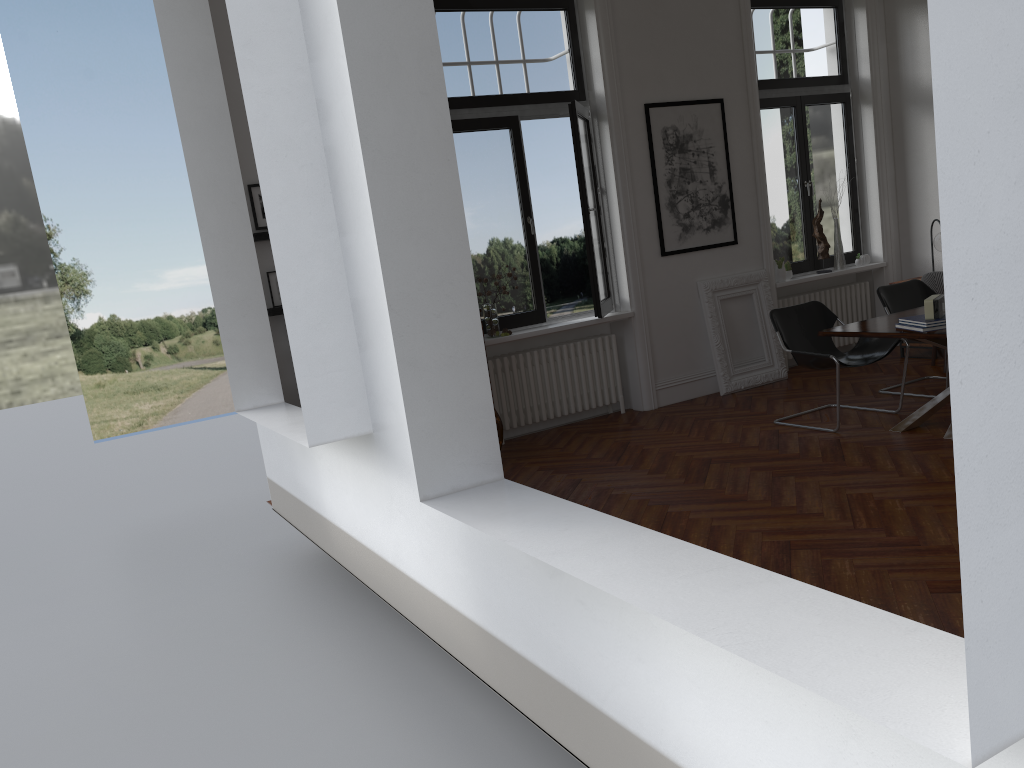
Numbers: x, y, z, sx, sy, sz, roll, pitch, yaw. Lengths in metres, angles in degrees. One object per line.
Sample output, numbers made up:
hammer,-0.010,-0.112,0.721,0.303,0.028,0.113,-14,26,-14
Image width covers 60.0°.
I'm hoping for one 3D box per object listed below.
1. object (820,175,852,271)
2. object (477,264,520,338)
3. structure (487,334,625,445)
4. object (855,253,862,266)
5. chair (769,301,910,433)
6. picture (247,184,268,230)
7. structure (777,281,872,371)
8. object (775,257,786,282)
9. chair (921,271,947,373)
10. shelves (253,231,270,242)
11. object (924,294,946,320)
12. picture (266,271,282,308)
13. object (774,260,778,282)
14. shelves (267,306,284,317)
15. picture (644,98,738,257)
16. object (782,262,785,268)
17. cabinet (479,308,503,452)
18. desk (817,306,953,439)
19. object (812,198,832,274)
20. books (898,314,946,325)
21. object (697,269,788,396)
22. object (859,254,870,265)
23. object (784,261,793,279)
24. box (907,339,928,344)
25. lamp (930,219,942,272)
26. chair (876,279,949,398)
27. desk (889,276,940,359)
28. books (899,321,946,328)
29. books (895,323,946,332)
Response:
object,3.355,-1.694,9.034,0.295,1.057,0.289,-13,11,-24
object,-0.100,-0.706,7.375,0.317,0.601,0.539,-2,11,33
structure,0.366,0.052,7.781,1.450,0.781,0.225,-13,11,-27
object,3.606,-1.294,9.228,0.072,0.135,0.072,-9,10,-2
chair,2.393,-0.159,6.585,0.751,0.876,0.744,-13,10,-27
picture,-1.705,-1.259,6.261,0.266,0.316,0.020,-13,11,-27
structure,3.217,-0.587,9.241,1.450,0.781,0.225,-13,11,-27
object,2.627,-1.122,8.674,0.098,0.245,0.102,0,13,40
chair,3.919,-0.572,7.778,0.546,0.903,0.715,-15,11,-34
shelves,-1.143,-1.162,6.493,1.512,0.055,0.158,-13,10,-27
object,2.639,-0.480,5.517,0.082,0.126,0.274,-1,11,36
picture,-1.586,-0.696,6.352,0.299,0.254,0.020,-13,11,-27
object,2.602,-1.116,8.759,0.051,0.214,0.051,-7,10,8
shelves,-1.069,-0.650,6.584,1.512,0.055,0.155,-13,10,-27
picture,1.630,-1.869,7.997,0.881,1.328,0.035,-13,11,-27
object,2.672,-1.115,8.770,0.051,0.189,0.051,-7,10,8
cabinet,-0.774,0.150,6.484,1.263,1.222,0.639,-13,11,-27
desk,3.349,-0.178,6.190,2.222,0.754,1.028,-13,10,-27
object,3.122,-1.495,8.958,0.165,0.756,0.142,-6,10,15
books,2.620,-0.409,5.543,0.250,0.017,0.343,-9,9,-2
object,2.181,-0.494,8.321,0.828,1.066,0.233,-13,11,-27
object,3.719,-1.315,9.381,0.132,0.098,0.134,-2,11,33
object,2.758,-1.141,8.868,0.097,0.186,0.099,-9,10,-4
box,4.085,-0.464,8.656,0.317,0.083,0.296,-13,10,-27
lamp,4.112,-1.313,8.541,0.207,0.552,0.440,-9,9,-4
chair,3.417,-0.389,7.110,0.751,0.876,0.744,-13,10,-27
desk,4.436,-0.617,8.070,0.646,0.760,1.795,-13,10,-27
books,2.622,-0.393,5.546,0.250,0.017,0.343,-9,9,-2
books,2.612,-0.370,5.557,0.264,0.027,0.346,-9,9,-2
